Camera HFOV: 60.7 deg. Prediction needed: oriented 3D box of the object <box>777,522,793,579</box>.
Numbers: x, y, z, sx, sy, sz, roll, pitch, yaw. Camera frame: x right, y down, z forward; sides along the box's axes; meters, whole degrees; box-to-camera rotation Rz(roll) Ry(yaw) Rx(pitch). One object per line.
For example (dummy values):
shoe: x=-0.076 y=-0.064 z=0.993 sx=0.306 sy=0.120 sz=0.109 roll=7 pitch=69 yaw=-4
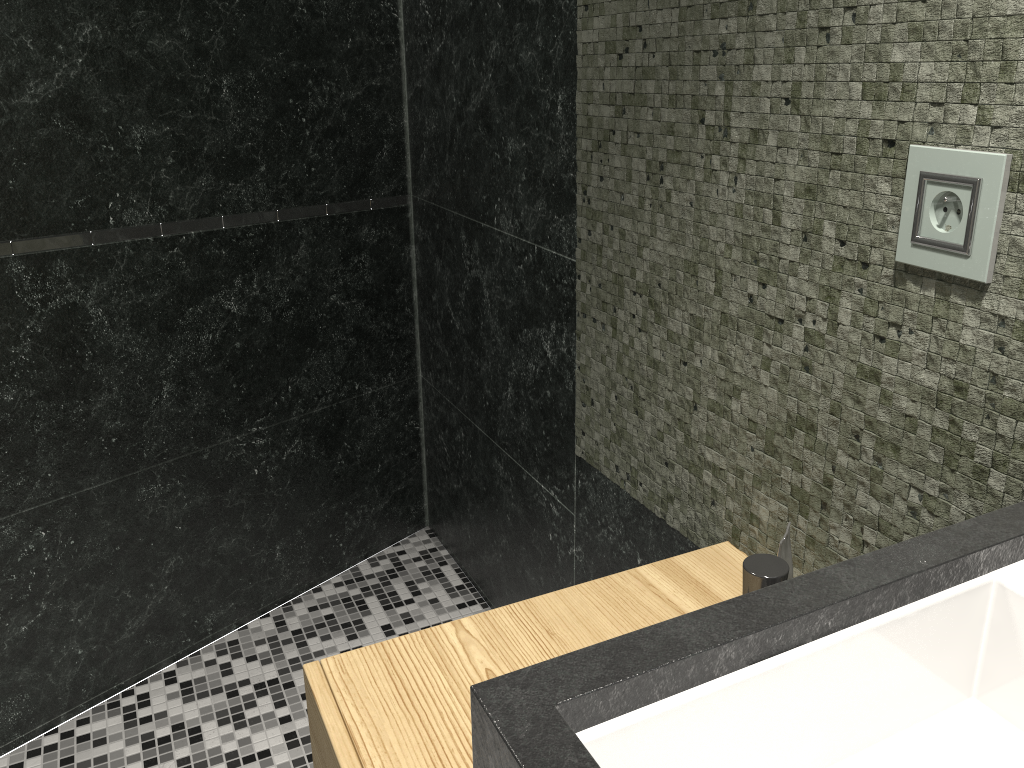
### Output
object: x=0.337 y=0.258 z=1.099 sx=0.047 sy=0.162 sz=0.043 roll=-8 pitch=20 yaw=-20

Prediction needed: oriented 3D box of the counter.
counter: x=0.312 y=0.681 z=0.755 sx=0.683 sy=1.048 sz=1.249 roll=-9 pitch=21 yaw=-25

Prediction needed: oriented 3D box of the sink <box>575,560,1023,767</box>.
sink: x=0.419 y=0.249 z=0.375 sx=0.576 sy=0.407 sz=0.681 roll=-9 pitch=22 yaw=-26

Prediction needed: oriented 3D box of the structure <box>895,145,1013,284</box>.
structure: x=0.459 y=-0.181 z=0.921 sx=0.017 sy=0.128 sz=0.116 roll=-9 pitch=21 yaw=-24
